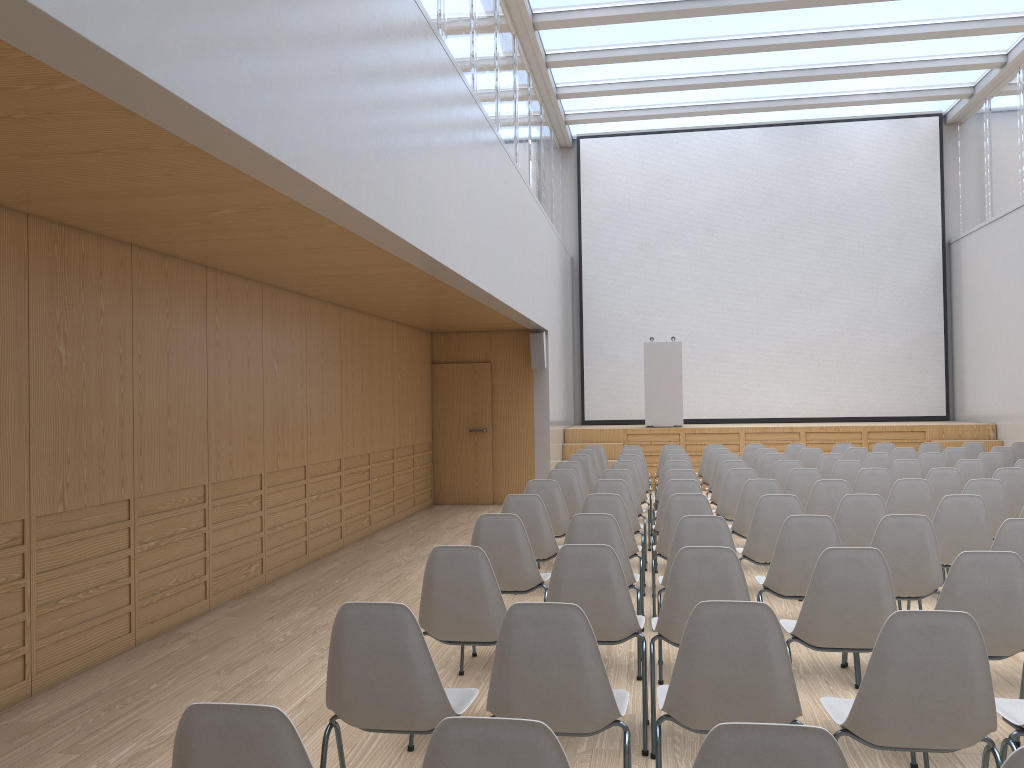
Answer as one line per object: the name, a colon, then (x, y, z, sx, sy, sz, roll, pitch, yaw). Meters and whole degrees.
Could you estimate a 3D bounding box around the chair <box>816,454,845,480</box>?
chair: (3.354, 1.162, 9.397, 0.479, 0.876, 0.505, -1, -1, 9)

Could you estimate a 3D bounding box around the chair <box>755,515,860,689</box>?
chair: (1.545, 1.101, 4.708, 0.479, 0.876, 0.505, -1, -1, 9)

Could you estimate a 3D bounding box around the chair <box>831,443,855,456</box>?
chair: (4.199, 1.185, 11.328, 0.479, 0.876, 0.505, -1, -1, 9)

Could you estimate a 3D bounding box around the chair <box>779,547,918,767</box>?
chair: (1.389, 1.085, 3.739, 0.479, 0.876, 0.505, -1, -1, 9)

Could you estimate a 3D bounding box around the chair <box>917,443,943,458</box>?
chair: (5.224, 1.166, 11.203, 0.479, 0.876, 0.505, -1, -1, 9)

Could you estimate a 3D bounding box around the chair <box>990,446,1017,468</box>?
chair: (5.537, 1.141, 10.158, 0.479, 0.876, 0.505, -1, -1, 9)

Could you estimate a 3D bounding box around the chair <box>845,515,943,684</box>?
chair: (2.010, 1.093, 4.661, 0.479, 0.876, 0.505, -1, -1, 9)

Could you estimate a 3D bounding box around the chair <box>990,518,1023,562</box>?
chair: (2.511, 1.081, 4.469, 0.479, 0.876, 0.505, -1, -1, 9)

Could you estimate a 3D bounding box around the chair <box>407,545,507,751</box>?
chair: (-0.181, 1.114, 3.934, 0.479, 0.876, 0.505, -1, -1, 9)

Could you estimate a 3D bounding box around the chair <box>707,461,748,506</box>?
chair: (2.140, 1.167, 8.622, 0.479, 0.876, 0.505, -1, -1, 9)

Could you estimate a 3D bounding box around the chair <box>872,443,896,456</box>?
chair: (4.697, 1.177, 11.307, 0.479, 0.876, 0.505, -1, -1, 9)

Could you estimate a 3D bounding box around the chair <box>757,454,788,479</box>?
chair: (2.814, 1.174, 9.567, 0.479, 0.876, 0.505, -1, -1, 9)

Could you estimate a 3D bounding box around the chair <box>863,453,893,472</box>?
chair: (3.842, 1.154, 9.419, 0.479, 0.876, 0.505, -1, -1, 9)

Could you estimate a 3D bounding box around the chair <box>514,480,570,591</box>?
chair: (0.276, 1.165, 6.939, 0.479, 0.876, 0.505, -1, -1, 9)

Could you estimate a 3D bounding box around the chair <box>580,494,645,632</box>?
chair: (0.627, 1.138, 5.870, 0.479, 0.876, 0.505, -1, -1, 9)

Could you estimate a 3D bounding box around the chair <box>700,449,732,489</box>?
chair: (2.496, 1.200, 10.650, 0.479, 0.876, 0.505, -1, -1, 9)

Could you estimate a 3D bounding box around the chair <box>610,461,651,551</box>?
chair: (1.138, 1.187, 8.844, 0.479, 0.876, 0.505, -1, -1, 9)

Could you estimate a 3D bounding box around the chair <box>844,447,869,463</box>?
chair: (4.009, 1.171, 10.415, 0.479, 0.876, 0.505, -1, -1, 9)

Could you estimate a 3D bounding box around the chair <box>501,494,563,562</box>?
chair: (0.118, 1.148, 5.932, 0.479, 0.876, 0.505, -1, -1, 9)

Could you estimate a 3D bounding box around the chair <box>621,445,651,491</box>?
chair: (1.595, 1.235, 11.708, 0.479, 0.876, 0.505, -1, -1, 9)

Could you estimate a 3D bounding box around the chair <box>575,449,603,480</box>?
chair: (0.940, 1.230, 10.912, 0.479, 0.876, 0.505, -1, -1, 9)

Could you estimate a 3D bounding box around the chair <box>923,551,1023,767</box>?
chair: (1.856, 1.075, 3.604, 0.479, 0.876, 0.505, -1, -1, 9)

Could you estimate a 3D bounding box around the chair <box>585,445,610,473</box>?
chair: (1.121, 1.245, 11.867, 0.479, 0.876, 0.505, -1, -1, 9)

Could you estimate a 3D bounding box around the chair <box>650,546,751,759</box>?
chair: (0.830, 1.096, 3.811, 0.479, 0.876, 0.505, -1, -1, 9)

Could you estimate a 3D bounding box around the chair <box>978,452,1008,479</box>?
chair: (4.911, 1.133, 9.228, 0.479, 0.876, 0.505, -1, -1, 9)

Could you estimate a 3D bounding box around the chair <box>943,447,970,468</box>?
chair: (5.025, 1.150, 10.181, 0.479, 0.876, 0.505, -1, -1, 9)

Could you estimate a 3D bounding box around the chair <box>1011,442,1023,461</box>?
chair: (6.259, 1.146, 11.035, 0.479, 0.876, 0.505, -1, -1, 9)

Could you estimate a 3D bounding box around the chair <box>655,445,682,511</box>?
chair: (2.112, 1.225, 11.666, 0.479, 0.876, 0.505, -1, -1, 9)

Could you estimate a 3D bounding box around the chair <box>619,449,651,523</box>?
chair: (1.457, 1.219, 10.800, 0.479, 0.876, 0.505, -1, -1, 9)

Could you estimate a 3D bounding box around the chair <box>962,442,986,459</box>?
chair: (5.726, 1.157, 11.150, 0.479, 0.876, 0.505, -1, -1, 9)

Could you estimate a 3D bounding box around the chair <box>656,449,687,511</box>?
chair: (1.972, 1.209, 10.676, 0.479, 0.876, 0.505, -1, -1, 9)

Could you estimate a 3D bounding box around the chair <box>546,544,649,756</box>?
chair: (0.356, 1.105, 3.916, 0.479, 0.876, 0.505, -1, -1, 9)

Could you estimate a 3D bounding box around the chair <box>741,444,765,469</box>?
chair: (3.149, 1.207, 11.567, 0.479, 0.876, 0.505, -1, -1, 9)

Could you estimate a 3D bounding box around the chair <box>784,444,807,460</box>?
chair: (3.640, 1.196, 11.439, 0.479, 0.876, 0.505, -1, -1, 9)

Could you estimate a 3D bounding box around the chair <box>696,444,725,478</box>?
chair: (2.651, 1.216, 11.619, 0.479, 0.876, 0.505, -1, -1, 9)

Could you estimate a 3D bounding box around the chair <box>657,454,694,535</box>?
chair: (1.828, 1.193, 9.755, 0.479, 0.876, 0.505, -1, -1, 9)

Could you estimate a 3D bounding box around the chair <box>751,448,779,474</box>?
chair: (3.004, 1.189, 10.508, 0.479, 0.876, 0.505, -1, -1, 9)

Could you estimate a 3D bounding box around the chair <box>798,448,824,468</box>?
chair: (3.505, 1.180, 10.468, 0.479, 0.876, 0.505, -1, -1, 9)

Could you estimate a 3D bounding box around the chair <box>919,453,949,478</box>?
chair: (4.337, 1.144, 9.280, 0.479, 0.876, 0.505, -1, -1, 9)

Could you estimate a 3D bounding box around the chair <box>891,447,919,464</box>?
chair: (4.506, 1.160, 10.306, 0.479, 0.876, 0.505, -1, -1, 9)

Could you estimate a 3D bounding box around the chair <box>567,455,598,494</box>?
chair: (0.782, 1.213, 9.915, 0.479, 0.876, 0.505, -1, -1, 9)

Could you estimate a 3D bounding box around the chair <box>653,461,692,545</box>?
chair: (1.628, 1.177, 8.746, 0.479, 0.876, 0.505, -1, -1, 9)

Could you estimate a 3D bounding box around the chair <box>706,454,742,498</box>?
chair: (2.342, 1.183, 9.624, 0.479, 0.876, 0.505, -1, -1, 9)

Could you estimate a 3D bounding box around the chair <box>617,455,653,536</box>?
chair: (1.305, 1.202, 9.770, 0.479, 0.876, 0.505, -1, -1, 9)

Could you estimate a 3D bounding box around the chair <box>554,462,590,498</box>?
chair: (0.590, 1.197, 8.873, 0.479, 0.876, 0.505, -1, -1, 9)
